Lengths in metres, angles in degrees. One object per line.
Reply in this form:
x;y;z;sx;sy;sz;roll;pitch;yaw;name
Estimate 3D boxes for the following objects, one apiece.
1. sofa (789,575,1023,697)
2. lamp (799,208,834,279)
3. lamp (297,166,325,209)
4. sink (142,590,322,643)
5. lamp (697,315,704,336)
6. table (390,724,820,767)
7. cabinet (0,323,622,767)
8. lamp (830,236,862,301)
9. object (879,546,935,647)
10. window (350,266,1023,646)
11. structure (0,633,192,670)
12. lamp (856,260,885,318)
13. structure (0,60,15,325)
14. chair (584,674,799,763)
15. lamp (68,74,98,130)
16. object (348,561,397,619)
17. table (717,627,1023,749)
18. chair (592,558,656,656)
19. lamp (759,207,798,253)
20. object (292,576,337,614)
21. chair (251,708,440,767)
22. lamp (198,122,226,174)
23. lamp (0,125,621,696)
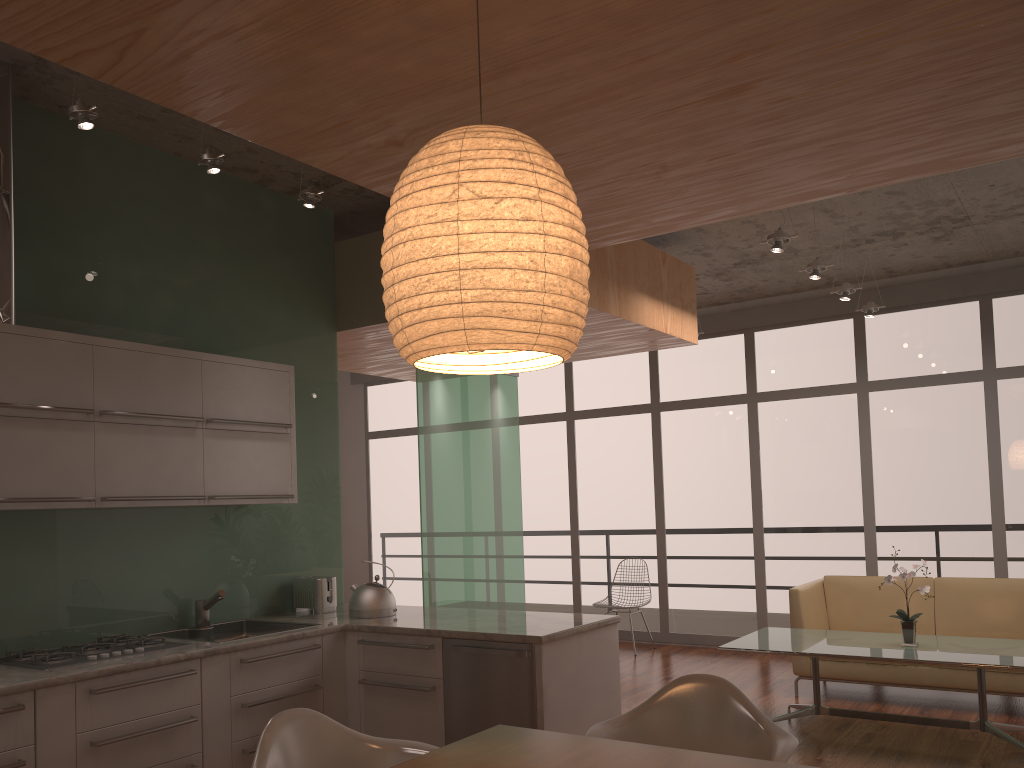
3.031;1.833;6.366;1.815;0.833;0.878;-7;-7;34;sofa
2.022;-0.942;5.891;0.199;0.480;0.134;-2;-3;1;lamp
-0.968;-1.078;4.229;0.153;0.468;0.103;-2;-3;1;lamp
-1.403;1.232;4.452;0.621;0.380;0.643;-6;-8;34;sink
1.645;-0.622;8.116;0.199;0.480;0.134;-2;-3;1;lamp
-0.174;1.290;1.536;1.033;0.805;2.073;-6;-8;33;table
-1.442;0.843;3.301;1.928;2.263;4.245;-5;-7;34;cabinet
2.477;-0.864;6.569;0.199;0.480;0.134;-2;-3;1;lamp
2.350;1.265;5.260;0.300;0.587;0.370;-4;-4;28;object
1.510;1.018;9.118;8.624;3.263;0.062;-7;-5;34;window
-1.835;1.155;3.854;0.493;0.038;0.676;-7;-9;33;structure
2.933;-0.786;7.247;0.199;0.480;0.134;-2;-3;1;lamp
-2.255;-0.785;3.646;0.257;1.128;0.262;-4;-3;34;structure
0.567;1.417;2.814;0.686;0.857;0.644;-3;-5;19;chair
-1.600;-1.186;3.288;0.153;0.468;0.103;-2;-3;1;lamp
-0.774;1.129;4.877;0.262;0.303;0.264;2;-6;-40;object
2.315;1.850;5.308;1.884;0.556;0.940;-7;-8;34;table
1.117;2.203;8.804;0.547;0.896;0.560;-5;-5;34;chair
1.566;-1.020;5.212;0.199;0.480;0.134;-2;-3;1;lamp
-1.141;1.226;5.134;0.238;0.201;0.153;-6;-6;34;object
-0.425;1.420;2.586;0.646;0.857;0.684;-4;-5;29;chair
-1.284;-1.132;3.758;0.153;0.468;0.103;-2;-3;1;lamp
-0.583;0.437;3.446;3.240;1.340;3.068;-7;-8;34;lamp
